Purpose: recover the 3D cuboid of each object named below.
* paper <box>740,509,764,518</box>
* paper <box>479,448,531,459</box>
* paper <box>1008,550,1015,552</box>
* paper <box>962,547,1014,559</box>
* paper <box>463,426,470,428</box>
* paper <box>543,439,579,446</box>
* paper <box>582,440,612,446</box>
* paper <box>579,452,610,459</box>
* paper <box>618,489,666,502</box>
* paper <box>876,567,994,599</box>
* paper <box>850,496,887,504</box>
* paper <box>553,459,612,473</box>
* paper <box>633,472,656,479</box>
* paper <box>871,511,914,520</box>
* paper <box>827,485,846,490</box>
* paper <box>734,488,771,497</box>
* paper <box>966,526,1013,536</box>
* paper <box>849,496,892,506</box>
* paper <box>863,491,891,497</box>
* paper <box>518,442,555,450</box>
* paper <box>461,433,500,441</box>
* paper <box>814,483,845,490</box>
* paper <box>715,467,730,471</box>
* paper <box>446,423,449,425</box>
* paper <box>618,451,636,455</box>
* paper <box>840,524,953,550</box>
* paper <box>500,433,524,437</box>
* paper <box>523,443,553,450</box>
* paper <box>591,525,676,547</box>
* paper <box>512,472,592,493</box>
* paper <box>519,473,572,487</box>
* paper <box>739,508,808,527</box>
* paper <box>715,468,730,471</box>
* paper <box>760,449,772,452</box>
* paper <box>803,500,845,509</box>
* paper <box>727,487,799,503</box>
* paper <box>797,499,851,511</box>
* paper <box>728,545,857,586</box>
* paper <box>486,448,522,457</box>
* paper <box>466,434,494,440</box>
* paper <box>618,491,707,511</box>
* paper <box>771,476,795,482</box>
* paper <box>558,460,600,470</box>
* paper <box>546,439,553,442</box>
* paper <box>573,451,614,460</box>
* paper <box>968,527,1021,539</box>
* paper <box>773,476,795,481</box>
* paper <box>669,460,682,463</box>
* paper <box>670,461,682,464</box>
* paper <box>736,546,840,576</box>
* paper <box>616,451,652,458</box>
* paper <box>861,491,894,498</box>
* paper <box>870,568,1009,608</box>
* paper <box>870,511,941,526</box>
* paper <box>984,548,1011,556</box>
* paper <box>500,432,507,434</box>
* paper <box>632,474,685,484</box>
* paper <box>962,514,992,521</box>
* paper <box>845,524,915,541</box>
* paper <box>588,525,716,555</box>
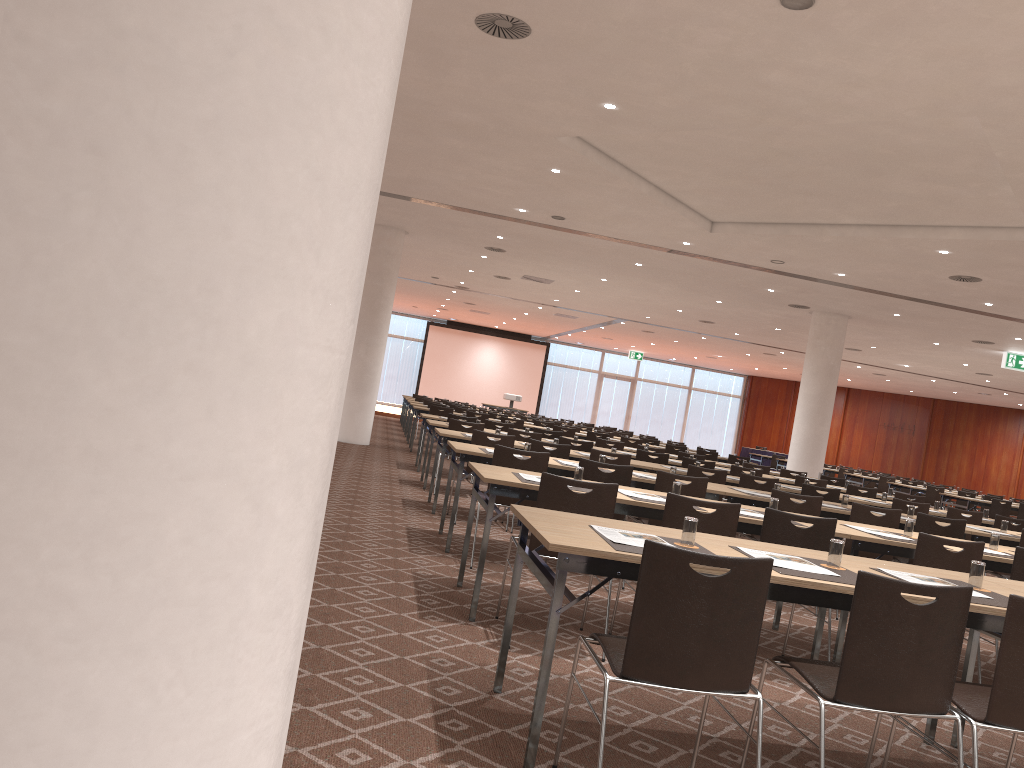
[{"bbox_3d":[1.475,0.814,5.678,0.283,0.006,0.398,10,-1,-7],"label":"paper"},{"bbox_3d":[-0.024,0.591,7.403,0.460,0.003,0.565,10,-1,-9],"label":"paper"},{"bbox_3d":[3.742,1.207,5.965,0.460,0.003,0.565,10,-1,-9],"label":"paper"},{"bbox_3d":[3.119,1.100,5.863,0.460,0.003,0.565,10,-1,-9],"label":"paper"},{"bbox_3d":[-0.636,0.546,11.448,0.283,0.006,0.398,10,-1,-6],"label":"paper"},{"bbox_3d":[0.664,0.772,11.559,0.460,0.003,0.565,10,-1,-12],"label":"paper"},{"bbox_3d":[1.333,0.919,13.685,0.460,0.003,0.565,10,-1,-5],"label":"paper"},{"bbox_3d":[0.898,0.778,9.626,0.283,0.006,0.398,10,-1,-7],"label":"paper"},{"bbox_3d":[0.824,0.703,5.609,0.284,0.006,0.398,10,-1,-8],"label":"paper"},{"bbox_3d":[1.762,0.832,3.718,0.283,0.006,0.398,10,-1,-6],"label":"paper"},{"bbox_3d":[4.065,1.322,10.107,0.284,0.006,0.398,10,-1,-9],"label":"paper"},{"bbox_3d":[0.610,0.700,7.546,0.460,0.003,0.565,10,-1,-5],"label":"paper"},{"bbox_3d":[1.194,0.797,7.666,0.284,0.006,0.398,10,-1,-11],"label":"paper"},{"bbox_3d":[3.394,1.175,7.976,0.284,0.006,0.398,10,-1,-9],"label":"paper"},{"bbox_3d":[4.408,1.413,12.185,0.284,0.006,0.398,10,-1,-8],"label":"paper"},{"bbox_3d":[2.148,0.962,7.823,0.284,0.006,0.398,10,-1,-9],"label":"paper"},{"bbox_3d":[4.341,1.338,8.136,0.283,0.006,0.398,10,-1,-7],"label":"paper"},{"bbox_3d":[4.140,1.338,10.067,0.460,0.003,0.565,10,-1,-8],"label":"paper"},{"bbox_3d":[5.073,1.527,12.287,0.283,0.006,0.398,10,-1,-7],"label":"paper"},{"bbox_3d":[0.328,0.683,9.501,0.460,0.003,0.565,10,-1,-8],"label":"paper"},{"bbox_3d":[-0.296,0.576,9.400,0.460,0.003,0.565,10,-1,-8],"label":"paper"},{"bbox_3d":[4.492,1.430,12.151,0.460,0.003,0.565,10,-1,-9],"label":"paper"},{"bbox_3d":[2.817,1.139,11.944,0.284,0.006,0.398,10,-1,-9],"label":"paper"},{"bbox_3d":[-0.604,0.555,11.399,0.460,0.003,0.565,10,-1,-10],"label":"paper"},{"bbox_3d":[1.571,0.925,11.771,0.284,0.006,0.398,10,-1,-10],"label":"paper"},{"bbox_3d":[2.482,0.990,5.763,0.460,0.003,0.565,10,-1,-8],"label":"paper"},{"bbox_3d":[0.053,0.667,11.482,0.460,0.003,0.565,10,-1,-9],"label":"paper"},{"bbox_3d":[0.273,0.671,9.552,0.284,0.006,0.398,10,-1,-9],"label":"paper"},{"bbox_3d":[0.492,0.614,3.529,0.284,0.006,0.398,10,-1,-8],"label":"paper"},{"bbox_3d":[0.253,0.607,5.457,0.460,0.003,0.565,10,-1,-6],"label":"paper"},{"bbox_3d":[0.203,0.596,5.518,0.283,0.006,0.398,10,-1,-7],"label":"paper"},{"bbox_3d":[1.552,0.831,5.657,0.460,0.003,0.565,10,-1,-5],"label":"paper"},{"bbox_3d":[2.878,1.153,11.901,0.460,0.003,0.565,10,-1,-9],"label":"paper"},{"bbox_3d":[9.266,2.421,32.104,0.460,0.003,0.565,10,-1,-8],"label":"paper"},{"bbox_3d":[2.761,1.067,7.899,0.284,0.006,0.398,10,-1,-9],"label":"paper"},{"bbox_3d":[2.201,0.973,7.751,0.460,0.003,0.565,10,-1,-7],"label":"paper"},{"bbox_3d":[2.816,1.079,7.862,0.460,0.003,0.565,10,-1,-6],"label":"paper"},{"bbox_3d":[1.186,0.736,3.564,0.460,0.003,0.565,10,-1,-6],"label":"paper"},{"bbox_3d":[-0.068,0.580,7.477,0.283,0.006,0.398,10,-1,-6],"label":"paper"},{"bbox_3d":[-0.343,0.565,9.465,0.283,0.006,0.398,10,-1,-8],"label":"paper"},{"bbox_3d":[0.902,0.719,5.545,0.460,0.003,0.565,10,-1,-10],"label":"paper"},{"bbox_3d":[3.846,1.319,12.027,0.460,0.003,0.565,10,-1,-9],"label":"paper"},{"bbox_3d":[0.564,0.689,7.576,0.284,0.006,0.398,10,-1,-9],"label":"paper"},{"bbox_3d":[0.607,0.759,11.623,0.284,0.006,0.398,10,-1,-8],"label":"paper"},{"bbox_3d":[0.943,0.789,9.587,0.460,0.003,0.565,10,-1,-8],"label":"paper"},{"bbox_3d":[4.415,1.354,8.079,0.460,0.003,0.565,10,-1,-9],"label":"paper"},{"bbox_3d":[3.775,1.304,12.071,0.283,0.006,0.398,10,-1,-7],"label":"paper"},{"bbox_3d":[2.198,1.033,11.868,0.283,0.006,0.398,10,-1,-4],"label":"paper"},{"bbox_3d":[2.261,1.046,11.788,0.460,0.003,0.565,10,-1,-7],"label":"paper"},{"bbox_3d":[1.118,0.721,3.619,0.283,0.006,0.398,10,-1,-5],"label":"paper"},{"bbox_3d":[1.642,0.940,11.697,0.460,0.003,0.565,10,-1,-11],"label":"paper"},{"bbox_3d":[5.094,1.533,12.198,0.460,0.003,0.565,10,-1,-8],"label":"paper"},{"bbox_3d":[1.838,0.848,3.650,0.460,0.003,0.565,10,-1,-10],"label":"paper"},{"bbox_3d":[3.481,1.194,7.953,0.460,0.003,0.565,10,-1,-6],"label":"paper"},{"bbox_3d":[3.081,1.090,5.929,0.283,0.006,0.398,10,-1,-7],"label":"paper"},{"bbox_3d":[-0.041,0.648,11.531,0.283,0.006,0.398,10,-1,-8],"label":"paper"},{"bbox_3d":[1.232,0.807,7.612,0.460,0.003,0.565,10,-1,-7],"label":"paper"},{"bbox_3d":[5.342,1.542,10.317,0.283,0.006,0.398,10,-1,-7],"label":"paper"},{"bbox_3d":[2.410,0.975,5.837,0.283,0.006,0.398,10,-1,-7],"label":"paper"},{"bbox_3d":[0.571,0.630,3.453,0.460,0.003,0.565,10,-1,-5],"label":"paper"}]
